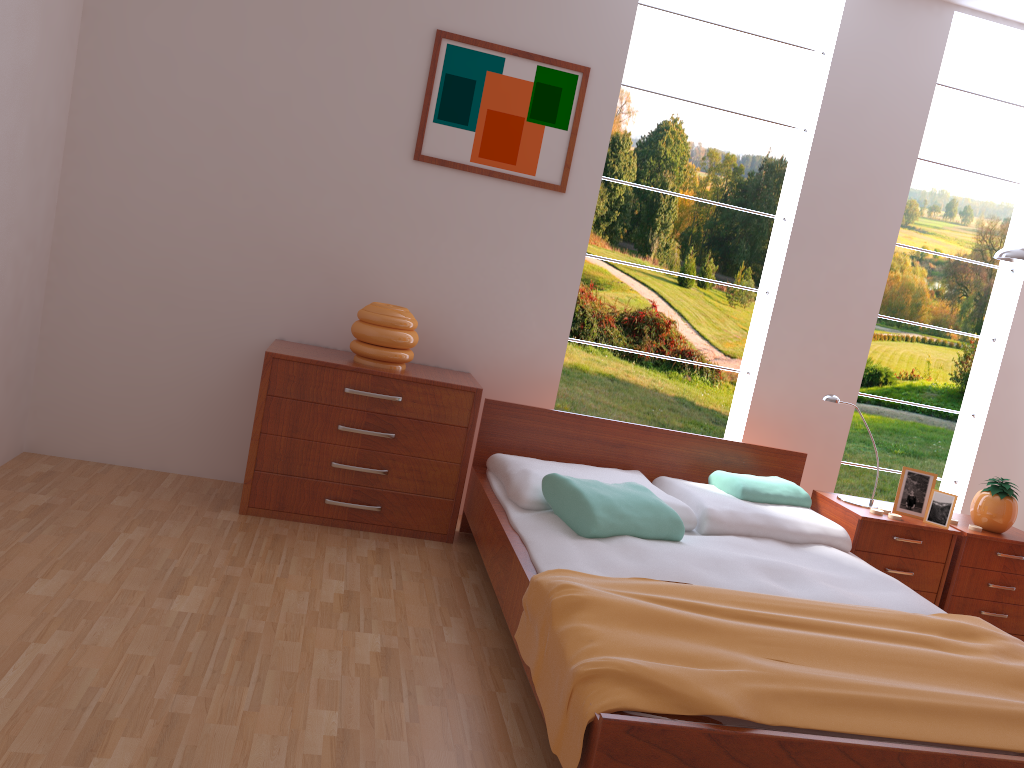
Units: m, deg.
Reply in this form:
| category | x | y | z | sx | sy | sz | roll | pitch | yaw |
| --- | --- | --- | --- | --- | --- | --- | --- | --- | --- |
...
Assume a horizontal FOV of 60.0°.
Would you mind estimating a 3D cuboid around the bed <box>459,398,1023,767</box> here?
| category | x | y | z | sx | sy | sz | roll | pitch | yaw |
| --- | --- | --- | --- | --- | --- | --- | --- | --- | --- |
| bed | 0.762 | 0.618 | 2.783 | 1.632 | 0.560 | 1.990 | 10 | 7 | -11 |

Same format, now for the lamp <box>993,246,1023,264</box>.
| category | x | y | z | sx | sy | sz | roll | pitch | yaw |
| --- | --- | --- | --- | --- | --- | --- | --- | --- | --- |
| lamp | 2.282 | 0.255 | 3.924 | 0.799 | 1.603 | 0.387 | 6 | 9 | -38 |

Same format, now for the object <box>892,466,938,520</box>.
| category | x | y | z | sx | sy | sz | roll | pitch | yaw |
| --- | --- | --- | --- | --- | --- | --- | --- | --- | --- |
| object | 1.631 | 0.443 | 3.590 | 0.131 | 0.191 | 0.037 | 14 | 8 | 19 |

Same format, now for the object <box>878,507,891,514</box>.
| category | x | y | z | sx | sy | sz | roll | pitch | yaw |
| --- | --- | --- | --- | --- | --- | --- | --- | --- | --- |
| object | 1.496 | 0.510 | 3.563 | 0.049 | 0.018 | 0.049 | 8 | 8 | -24 |

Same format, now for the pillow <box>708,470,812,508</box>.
| category | x | y | z | sx | sy | sz | roll | pitch | yaw |
| --- | --- | --- | --- | --- | --- | --- | --- | --- | --- |
| pillow | 0.987 | 0.427 | 3.552 | 0.322 | 0.116 | 0.276 | 10 | 7 | -14 |

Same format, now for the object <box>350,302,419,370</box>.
| category | x | y | z | sx | sy | sz | roll | pitch | yaw |
| --- | --- | --- | --- | --- | --- | --- | --- | --- | --- |
| object | -0.498 | -0.190 | 3.474 | 0.264 | 0.244 | 0.264 | 12 | 7 | 6 |

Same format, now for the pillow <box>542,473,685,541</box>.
| category | x | y | z | sx | sy | sz | roll | pitch | yaw |
| --- | --- | --- | --- | --- | --- | --- | --- | --- | --- |
| pillow | 0.338 | 0.418 | 2.987 | 0.425 | 0.164 | 0.334 | 6 | 9 | -35 |

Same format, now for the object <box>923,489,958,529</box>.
| category | x | y | z | sx | sy | sz | roll | pitch | yaw |
| --- | --- | --- | --- | --- | --- | --- | --- | --- | --- |
| object | 1.690 | 0.493 | 3.500 | 0.094 | 0.137 | 0.027 | 16 | 9 | 34 |

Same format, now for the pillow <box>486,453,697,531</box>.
| category | x | y | z | sx | sy | sz | roll | pitch | yaw |
| --- | --- | --- | --- | --- | --- | --- | --- | --- | --- |
| pillow | 0.271 | 0.403 | 3.330 | 0.682 | 0.157 | 0.574 | 9 | 7 | -17 |

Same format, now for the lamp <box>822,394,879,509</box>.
| category | x | y | z | sx | sy | sz | roll | pitch | yaw |
| --- | --- | --- | --- | --- | --- | --- | --- | --- | --- |
| lamp | 1.386 | 0.274 | 3.598 | 0.337 | 0.421 | 0.163 | 8 | 8 | -23 |

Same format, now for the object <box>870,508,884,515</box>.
| category | x | y | z | sx | sy | sz | roll | pitch | yaw |
| --- | --- | --- | --- | --- | --- | --- | --- | --- | --- |
| object | 1.443 | 0.506 | 3.510 | 0.049 | 0.018 | 0.049 | 8 | 8 | -24 |

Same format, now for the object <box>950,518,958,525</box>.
| category | x | y | z | sx | sy | sz | roll | pitch | yaw |
| --- | --- | --- | --- | --- | --- | --- | --- | --- | --- |
| object | 1.801 | 0.563 | 3.634 | 0.049 | 0.018 | 0.049 | 8 | 8 | -24 |

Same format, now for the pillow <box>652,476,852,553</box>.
| category | x | y | z | sx | sy | sz | roll | pitch | yaw |
| --- | --- | --- | --- | --- | --- | --- | --- | --- | --- |
| pillow | 0.927 | 0.515 | 3.481 | 0.630 | 0.182 | 0.574 | 10 | 7 | -13 |

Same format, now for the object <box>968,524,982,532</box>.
| category | x | y | z | sx | sy | sz | roll | pitch | yaw |
| --- | --- | --- | --- | --- | --- | --- | --- | --- | --- |
| object | 1.870 | 0.583 | 3.580 | 0.049 | 0.018 | 0.049 | 8 | 8 | -24 |

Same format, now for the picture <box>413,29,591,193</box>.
| category | x | y | z | sx | sy | sz | roll | pitch | yaw |
| --- | --- | --- | --- | --- | --- | --- | --- | --- | --- |
| picture | -0.040 | -1.107 | 3.631 | 0.645 | 0.517 | 0.030 | 10 | 7 | -11 |

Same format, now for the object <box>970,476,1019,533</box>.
| category | x | y | z | sx | sy | sz | roll | pitch | yaw |
| --- | --- | --- | --- | --- | --- | --- | --- | --- | --- |
| object | 1.981 | 0.493 | 3.635 | 0.169 | 0.223 | 0.170 | 7 | 8 | -32 |

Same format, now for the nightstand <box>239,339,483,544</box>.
| category | x | y | z | sx | sy | sz | roll | pitch | yaw |
| --- | --- | --- | --- | --- | --- | --- | --- | --- | --- |
| nightstand | -0.596 | 0.223 | 3.527 | 0.815 | 0.626 | 0.428 | 10 | 7 | -11 |

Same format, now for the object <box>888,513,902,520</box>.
| category | x | y | z | sx | sy | sz | roll | pitch | yaw |
| --- | --- | --- | --- | --- | --- | --- | --- | --- | --- |
| object | 1.502 | 0.522 | 3.481 | 0.049 | 0.018 | 0.049 | 8 | 8 | -24 |

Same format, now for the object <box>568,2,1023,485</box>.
| category | x | y | z | sx | sy | sz | roll | pitch | yaw |
| --- | --- | --- | --- | --- | --- | --- | --- | --- | --- |
| object | 1.386 | -0.556 | 4.053 | 2.205 | 1.815 | 0.033 | 10 | 7 | -11 |

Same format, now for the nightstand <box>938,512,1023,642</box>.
| category | x | y | z | sx | sy | sz | roll | pitch | yaw |
| --- | --- | --- | --- | --- | --- | --- | --- | --- | --- |
| nightstand | 1.924 | 0.808 | 3.731 | 0.439 | 0.442 | 0.377 | 10 | 7 | -11 |

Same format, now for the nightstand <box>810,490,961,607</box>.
| category | x | y | z | sx | sy | sz | roll | pitch | yaw |
| --- | --- | --- | --- | --- | --- | --- | --- | --- | --- |
| nightstand | 1.475 | 0.729 | 3.642 | 0.439 | 0.442 | 0.377 | 10 | 7 | -11 |
